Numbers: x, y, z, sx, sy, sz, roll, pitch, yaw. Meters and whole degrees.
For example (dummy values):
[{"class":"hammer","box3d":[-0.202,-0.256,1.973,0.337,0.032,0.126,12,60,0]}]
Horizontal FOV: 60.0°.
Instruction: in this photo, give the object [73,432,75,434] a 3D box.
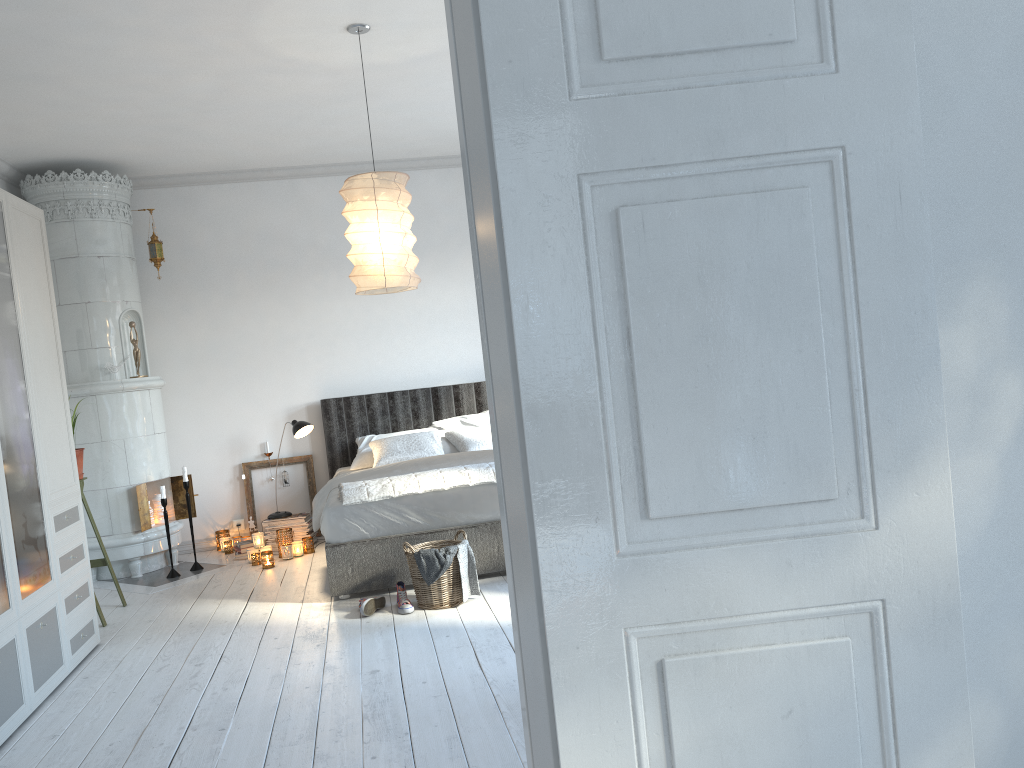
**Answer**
[{"class":"object","box3d":[-2.532,0.378,4.953,0.234,0.370,0.258,-6,2,2]}]

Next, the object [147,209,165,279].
[{"class":"object","box3d":[-2.555,-0.994,6.348,0.117,0.506,0.105,-8,3,-36]}]

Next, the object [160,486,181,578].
[{"class":"object","box3d":[-2.286,0.975,5.889,0.091,0.622,0.091,-8,3,-31]}]

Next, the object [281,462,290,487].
[{"class":"object","box3d":[-1.743,0.675,6.813,0.062,0.228,0.063,-5,3,14]}]

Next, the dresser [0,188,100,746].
[{"class":"dresser","box3d":[-2.358,0.263,3.659,0.630,2.165,1.431,-7,3,-10]}]

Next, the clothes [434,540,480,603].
[{"class":"clothes","box3d":[-0.346,0.958,4.527,0.283,0.289,0.234,-5,3,29]}]

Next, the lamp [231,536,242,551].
[{"class":"lamp","box3d":[-2.050,1.192,6.622,0.080,0.099,0.081,-8,3,-39]}]

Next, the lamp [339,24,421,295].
[{"class":"lamp","box3d":[-0.659,-1.051,4.166,0.339,1.232,0.340,-5,3,21]}]

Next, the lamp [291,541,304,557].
[{"class":"lamp","box3d":[-1.486,1.146,6.153,0.081,0.099,0.080,-5,3,24]}]

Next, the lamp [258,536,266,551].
[{"class":"lamp","box3d":[-1.850,1.173,6.519,0.080,0.099,0.081,-8,3,-39]}]

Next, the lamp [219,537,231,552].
[{"class":"lamp","box3d":[-2.141,1.201,6.628,0.080,0.099,0.081,-8,3,-39]}]

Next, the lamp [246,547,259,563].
[{"class":"lamp","box3d":[-1.778,1.179,6.093,0.081,0.099,0.080,-5,3,24]}]

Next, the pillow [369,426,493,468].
[{"class":"pillow","box3d":[-0.453,0.438,6.343,1.146,0.226,0.415,-7,2,-17]}]

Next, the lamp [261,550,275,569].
[{"class":"lamp","box3d":[-1.620,1.165,5.879,0.081,0.106,0.081,-8,3,-33]}]

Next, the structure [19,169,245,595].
[{"class":"structure","box3d":[-2.658,-0.022,6.085,1.248,2.838,0.799,-4,3,35]}]

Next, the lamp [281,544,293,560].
[{"class":"lamp","box3d":[-1.542,1.154,6.087,0.081,0.099,0.080,-5,3,24]}]

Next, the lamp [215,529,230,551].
[{"class":"lamp","box3d":[-2.187,1.182,6.717,0.107,0.141,0.108,-8,3,-37]}]

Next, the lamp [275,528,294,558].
[{"class":"lamp","box3d":[-1.579,1.109,6.193,0.117,0.188,0.121,-5,3,33]}]

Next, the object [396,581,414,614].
[{"class":"object","box3d":[-0.548,1.087,4.512,0.083,0.122,0.222,-7,2,-10]}]

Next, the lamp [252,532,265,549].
[{"class":"lamp","box3d":[-1.742,1.076,6.095,0.081,0.099,0.080,-5,3,33]}]

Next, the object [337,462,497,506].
[{"class":"object","box3d":[-0.265,0.531,5.087,1.459,0.104,0.404,-6,2,-10]}]

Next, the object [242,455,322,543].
[{"class":"object","box3d":[-1.766,0.887,6.806,0.528,0.631,0.082,-7,3,-10]}]

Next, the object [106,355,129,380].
[{"class":"object","box3d":[-2.644,-0.111,5.956,0.059,0.165,0.196,-4,3,35]}]

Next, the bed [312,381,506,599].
[{"class":"bed","box3d":[-0.398,0.557,5.921,1.887,1.047,2.175,-6,2,-10]}]

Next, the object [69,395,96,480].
[{"class":"object","box3d":[-2.569,0.311,5.156,0.333,0.499,0.300,-7,3,-27]}]

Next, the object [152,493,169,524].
[{"class":"object","box3d":[-2.480,0.878,6.242,0.098,0.210,0.098,-7,3,-11]}]

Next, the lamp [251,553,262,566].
[{"class":"lamp","box3d":[-1.730,1.187,5.997,0.067,0.079,0.069,-5,3,32]}]

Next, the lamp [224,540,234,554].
[{"class":"lamp","box3d":[-2.090,1.203,6.525,0.063,0.091,0.072,-5,3,23]}]

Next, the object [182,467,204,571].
[{"class":"object","box3d":[-2.193,0.912,6.045,0.091,0.719,0.091,-6,3,-1]}]

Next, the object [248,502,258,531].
[{"class":"object","box3d":[-1.981,1.010,6.751,0.062,0.221,0.028,-7,3,-15]}]

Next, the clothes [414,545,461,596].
[{"class":"clothes","box3d":[-0.370,0.948,4.485,0.245,0.270,0.297,-6,2,-9]}]

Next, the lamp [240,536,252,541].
[{"class":"lamp","box3d":[-1.971,1.184,6.585,0.080,0.099,0.081,-8,3,-39]}]

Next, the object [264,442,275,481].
[{"class":"object","box3d":[-1.861,0.593,6.806,0.067,0.320,0.067,-4,4,39]}]

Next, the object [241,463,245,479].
[{"class":"object","box3d":[-2.053,0.663,6.759,0.024,0.127,0.023,-7,3,-26]}]

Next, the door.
[{"class":"door","box3d":[-0.652,-0.008,1.459,2.598,2.507,0.577,-7,3,-10]}]

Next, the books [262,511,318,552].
[{"class":"books","box3d":[-1.626,1.082,6.520,0.346,0.232,0.245,-6,2,-1]}]

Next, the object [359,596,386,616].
[{"class":"object","box3d":[-0.748,1.126,4.524,0.120,0.084,0.222,-5,2,19]}]

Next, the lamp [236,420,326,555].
[{"class":"lamp","box3d":[-1.756,0.744,6.479,0.826,0.937,0.449,-6,3,8]}]

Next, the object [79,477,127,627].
[{"class":"object","box3d":[-2.495,0.950,4.973,0.431,0.775,0.670,-7,2,-10]}]

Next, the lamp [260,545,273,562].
[{"class":"lamp","box3d":[-1.689,1.169,6.102,0.081,0.099,0.080,-5,3,24]}]

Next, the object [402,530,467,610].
[{"class":"object","box3d":[-0.379,0.951,4.543,0.319,0.351,0.319,-5,3,22]}]

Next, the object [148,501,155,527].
[{"class":"object","box3d":[-2.532,0.902,6.142,0.093,0.180,0.093,-6,3,-6]}]

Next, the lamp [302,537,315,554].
[{"class":"lamp","box3d":[-1.431,1.133,6.230,0.080,0.107,0.080,-8,3,-37]}]

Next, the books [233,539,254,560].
[{"class":"books","box3d":[-1.902,1.186,6.346,0.175,0.096,0.262,-7,2,-15]}]
